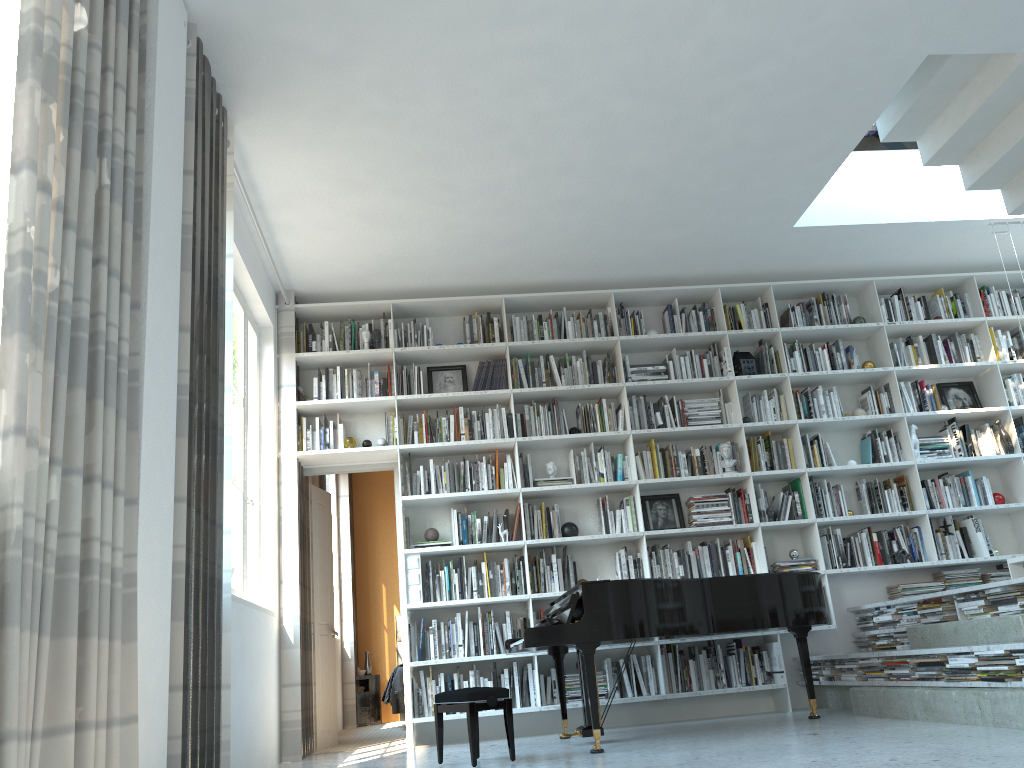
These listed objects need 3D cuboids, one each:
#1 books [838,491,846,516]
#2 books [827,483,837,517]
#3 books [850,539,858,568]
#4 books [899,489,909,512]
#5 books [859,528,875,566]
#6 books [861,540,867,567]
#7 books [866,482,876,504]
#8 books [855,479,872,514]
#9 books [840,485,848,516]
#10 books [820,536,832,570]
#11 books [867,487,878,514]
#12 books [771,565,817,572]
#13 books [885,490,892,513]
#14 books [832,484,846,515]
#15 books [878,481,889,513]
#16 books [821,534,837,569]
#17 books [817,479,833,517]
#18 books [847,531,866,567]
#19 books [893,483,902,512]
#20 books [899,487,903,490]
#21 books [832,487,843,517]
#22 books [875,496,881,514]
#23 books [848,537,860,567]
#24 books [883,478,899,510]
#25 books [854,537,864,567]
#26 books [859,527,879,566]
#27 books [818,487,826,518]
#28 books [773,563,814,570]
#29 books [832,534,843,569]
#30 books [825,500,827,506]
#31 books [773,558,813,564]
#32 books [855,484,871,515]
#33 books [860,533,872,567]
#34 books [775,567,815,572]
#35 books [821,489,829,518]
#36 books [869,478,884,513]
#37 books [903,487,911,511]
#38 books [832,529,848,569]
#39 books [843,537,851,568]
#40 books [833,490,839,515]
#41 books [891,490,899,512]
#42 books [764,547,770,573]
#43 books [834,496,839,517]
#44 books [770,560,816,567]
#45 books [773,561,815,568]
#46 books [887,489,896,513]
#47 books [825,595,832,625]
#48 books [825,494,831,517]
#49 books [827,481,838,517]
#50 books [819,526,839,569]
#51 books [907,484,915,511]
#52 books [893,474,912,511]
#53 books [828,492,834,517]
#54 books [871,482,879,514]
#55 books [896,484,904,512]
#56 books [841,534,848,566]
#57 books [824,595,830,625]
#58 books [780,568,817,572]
[{"bbox_3d":[2.420,0.914,6.600,0.014,0.206,0.181,-3,-18,-6],"label":"books"},{"bbox_3d":[2.352,0.888,6.599,0.012,0.266,0.183,-3,-18,-6],"label":"books"},{"bbox_3d":[2.470,1.255,6.496,0.011,0.216,0.176,-3,-18,-6],"label":"books"},{"bbox_3d":[2.902,0.893,6.628,0.016,0.180,0.190,-3,-18,-6],"label":"books"},{"bbox_3d":[2.606,1.219,6.531,0.012,0.284,0.160,-3,-18,-6],"label":"books"},{"bbox_3d":[2.547,1.252,6.513,0.012,0.220,0.153,-3,-18,-6],"label":"books"},{"bbox_3d":[2.675,0.875,6.642,0.015,0.261,0.150,-3,-18,-6],"label":"books"},{"bbox_3d":[2.642,0.868,6.656,0.016,0.288,0.132,-3,-18,-6],"label":"books"},{"bbox_3d":[2.445,0.893,6.615,0.013,0.250,0.173,-3,-18,-6],"label":"books"},{"bbox_3d":[2.281,1.250,6.485,0.012,0.253,0.161,-3,-18,-6],"label":"books"},{"bbox_3d":[2.662,0.893,6.620,0.015,0.215,0.178,-3,-18,-6],"label":"books"},{"bbox_3d":[2.027,1.327,6.379,0.285,0.012,0.160,-4,-18,-3],"label":"books"},{"bbox_3d":[2.766,0.901,6.619,0.018,0.181,0.182,-3,-18,-6],"label":"books"},{"bbox_3d":[2.432,0.889,6.614,0.014,0.260,0.142,-3,-18,-6],"label":"books"},{"bbox_3d":[2.745,0.870,6.628,0.018,0.250,0.184,-3,-18,-6],"label":"books"},{"bbox_3d":[2.300,1.238,6.469,0.023,0.261,0.187,-3,-18,-6],"label":"books"},{"bbox_3d":[2.320,0.874,6.595,0.014,0.296,0.176,-3,-18,-6],"label":"books"},{"bbox_3d":[2.532,1.229,6.513,0.014,0.267,0.172,-3,-18,-6],"label":"books"},{"bbox_3d":[2.845,0.877,6.642,0.018,0.228,0.182,-3,-18,-6],"label":"books"},{"bbox_3d":[2.914,0.889,6.659,0.016,0.204,0.142,-3,-18,-6],"label":"books"},{"bbox_3d":[2.404,0.901,6.606,0.015,0.237,0.177,-3,-18,-6],"label":"books"},{"bbox_3d":[2.707,0.905,6.655,0.031,0.208,0.123,-3,-18,-6],"label":"books"},{"bbox_3d":[2.488,1.249,6.510,0.029,0.234,0.143,-3,-18,-6],"label":"books"},{"bbox_3d":[2.831,0.857,6.648,0.006,0.273,0.173,-3,-18,-6],"label":"books"},{"bbox_3d":[2.515,1.249,6.508,0.024,0.227,0.160,-3,-18,-6],"label":"books"},{"bbox_3d":[2.619,1.207,6.512,0.012,0.292,0.175,-3,-18,-6],"label":"books"},{"bbox_3d":[2.272,0.902,6.587,0.013,0.248,0.165,-3,-18,-6],"label":"books"},{"bbox_3d":[2.026,1.317,6.387,0.254,0.012,0.161,-5,-18,-1],"label":"books"},{"bbox_3d":[2.348,1.239,6.475,0.023,0.255,0.178,-3,-18,-6],"label":"books"},{"bbox_3d":[2.296,0.915,6.587,0.013,0.217,0.161,-3,-18,-6],"label":"books"},{"bbox_3d":[2.022,1.280,6.389,0.254,0.012,0.161,-6,-18,3],"label":"books"},{"bbox_3d":[2.627,0.883,6.636,0.019,0.251,0.130,-3,-18,-6],"label":"books"},{"bbox_3d":[2.565,1.231,6.504,0.025,0.251,0.182,-3,-18,-6],"label":"books"},{"bbox_3d":[2.028,1.339,6.377,0.254,0.012,0.161,-5,-18,0],"label":"books"},{"bbox_3d":[2.285,0.908,6.575,0.011,0.225,0.188,-3,-18,-6],"label":"books"},{"bbox_3d":[2.729,0.863,6.656,0.007,0.284,0.160,-3,-18,-6],"label":"books"},{"bbox_3d":[2.929,0.886,6.652,0.013,0.203,0.159,-3,-18,-6],"label":"books"},{"bbox_3d":[2.372,1.219,6.482,0.030,0.293,0.189,-3,-18,-6],"label":"books"},{"bbox_3d":[2.431,1.251,6.493,0.065,0.230,0.162,-3,-18,-6],"label":"books"},{"bbox_3d":[2.393,0.912,6.612,0.008,0.222,0.134,-3,-18,-6],"label":"books"},{"bbox_3d":[2.823,0.899,6.630,0.019,0.182,0.191,-3,-18,-6],"label":"books"},{"bbox_3d":[1.824,1.300,6.441,0.030,0.209,0.137,-3,-18,-6],"label":"books"},{"bbox_3d":[2.384,0.933,6.603,0.013,0.178,0.141,-3,-18,-6],"label":"books"},{"bbox_3d":[2.023,1.293,6.392,0.285,0.012,0.160,-5,-18,-2],"label":"books"},{"bbox_3d":[2.024,1.302,6.380,0.254,0.012,0.161,-3,-18,-6],"label":"books"},{"bbox_3d":[2.806,0.896,6.635,0.015,0.194,0.176,-3,-18,-6],"label":"books"},{"bbox_3d":[2.203,1.607,6.277,0.012,0.205,0.161,-3,-18,-6],"label":"books"},{"bbox_3d":[2.311,0.928,6.579,0.013,0.186,0.184,-3,-18,-6],"label":"books"},{"bbox_3d":[2.370,0.884,6.619,0.006,0.284,0.160,-3,-18,-6],"label":"books"},{"bbox_3d":[2.314,1.212,6.480,0.010,0.315,0.187,-3,-18,-6],"label":"books"},{"bbox_3d":[2.970,0.879,6.673,0.009,0.223,0.146,-3,-18,-6],"label":"books"},{"bbox_3d":[2.936,0.839,6.659,0.007,0.294,0.162,-3,-18,-6],"label":"books"},{"bbox_3d":[2.342,0.923,6.599,0.013,0.202,0.167,-3,-18,-6],"label":"books"},{"bbox_3d":[2.687,0.876,6.642,0.008,0.258,0.159,-3,-18,-6],"label":"books"},{"bbox_3d":[2.879,0.878,6.658,0.021,0.231,0.156,-3,-18,-6],"label":"books"},{"bbox_3d":[2.392,1.229,6.490,0.010,0.276,0.174,-3,-18,-6],"label":"books"},{"bbox_3d":[2.190,1.590,6.268,0.013,0.232,0.149,-3,-18,-6],"label":"books"},{"bbox_3d":[2.029,1.352,6.376,0.285,0.012,0.160,-5,-18,-1],"label":"books"}]
